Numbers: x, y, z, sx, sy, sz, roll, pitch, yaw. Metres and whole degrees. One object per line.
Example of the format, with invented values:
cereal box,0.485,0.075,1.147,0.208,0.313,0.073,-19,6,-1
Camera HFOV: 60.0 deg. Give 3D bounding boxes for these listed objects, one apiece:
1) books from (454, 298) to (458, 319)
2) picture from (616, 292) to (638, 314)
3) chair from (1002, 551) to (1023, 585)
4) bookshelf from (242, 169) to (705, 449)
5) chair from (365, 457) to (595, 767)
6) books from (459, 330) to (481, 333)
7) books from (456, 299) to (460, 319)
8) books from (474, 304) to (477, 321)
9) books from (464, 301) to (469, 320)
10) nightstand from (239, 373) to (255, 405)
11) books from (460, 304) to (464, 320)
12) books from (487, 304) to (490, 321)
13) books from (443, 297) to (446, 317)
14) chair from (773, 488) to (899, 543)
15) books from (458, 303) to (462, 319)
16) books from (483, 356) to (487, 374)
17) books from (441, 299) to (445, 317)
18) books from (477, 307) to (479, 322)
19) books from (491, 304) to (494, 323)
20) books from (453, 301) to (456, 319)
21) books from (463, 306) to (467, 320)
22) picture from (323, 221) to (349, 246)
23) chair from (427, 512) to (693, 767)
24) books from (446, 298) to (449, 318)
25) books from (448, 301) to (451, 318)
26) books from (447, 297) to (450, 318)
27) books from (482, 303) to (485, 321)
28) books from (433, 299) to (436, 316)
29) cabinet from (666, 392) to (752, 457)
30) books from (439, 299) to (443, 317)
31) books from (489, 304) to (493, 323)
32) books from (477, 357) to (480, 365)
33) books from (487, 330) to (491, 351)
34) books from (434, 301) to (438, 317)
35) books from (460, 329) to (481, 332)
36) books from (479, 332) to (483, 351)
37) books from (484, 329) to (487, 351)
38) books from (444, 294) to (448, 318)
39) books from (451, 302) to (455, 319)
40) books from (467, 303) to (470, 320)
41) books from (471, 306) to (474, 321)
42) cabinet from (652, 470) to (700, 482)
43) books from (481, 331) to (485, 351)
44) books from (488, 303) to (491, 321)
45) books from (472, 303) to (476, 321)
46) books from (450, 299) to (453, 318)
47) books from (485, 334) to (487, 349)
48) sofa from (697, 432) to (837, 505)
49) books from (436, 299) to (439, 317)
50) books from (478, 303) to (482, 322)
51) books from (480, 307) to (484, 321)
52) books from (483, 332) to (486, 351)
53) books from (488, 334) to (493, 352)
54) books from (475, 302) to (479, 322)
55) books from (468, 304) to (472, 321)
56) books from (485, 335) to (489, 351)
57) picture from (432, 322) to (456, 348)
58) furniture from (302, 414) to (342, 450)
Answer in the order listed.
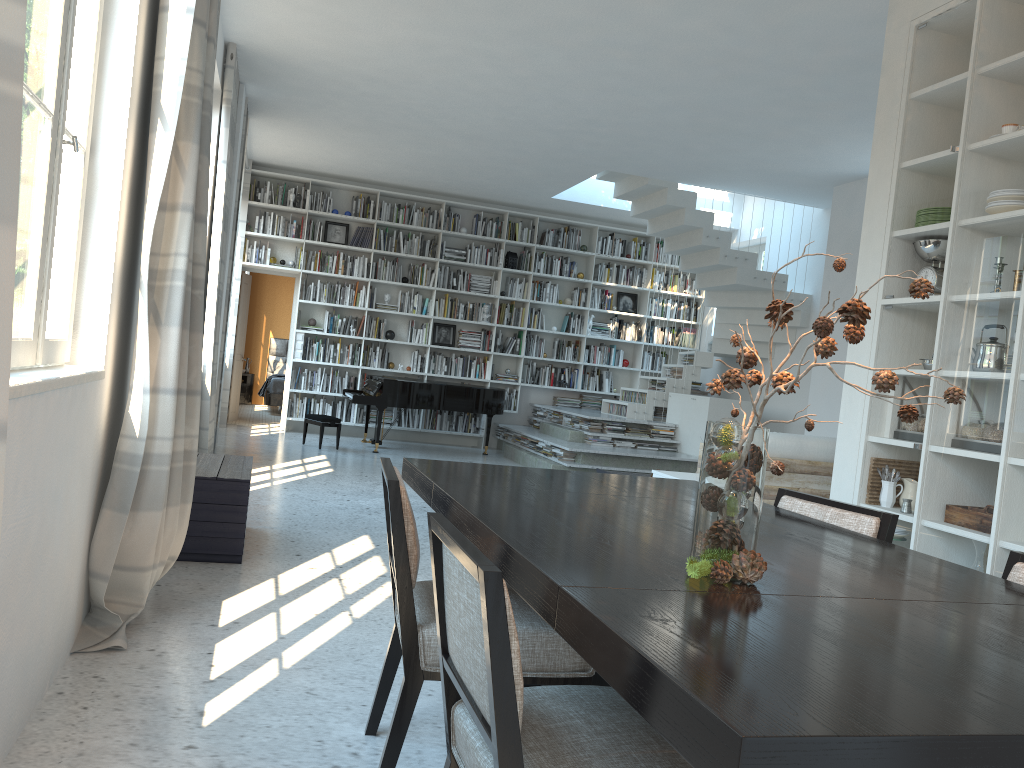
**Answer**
books,-0.746,-0.984,11.607,0.013,0.284,0.176,6,1,-16
picture,1.598,-1.117,12.309,0.300,0.300,0.077,6,2,-16
chair,0.875,0.747,1.748,0.570,0.782,0.479,6,1,-11
bookshelf,-0.458,-0.719,11.643,6.299,3.143,0.330,6,2,-16
chair,-0.094,0.631,2.333,0.570,0.782,0.479,6,1,-11
books,-0.553,-0.688,11.681,0.254,0.012,0.160,6,1,-19
books,-0.723,-0.973,11.598,0.028,0.268,0.189,6,1,-16
books,-0.508,-0.932,11.693,0.025,0.230,0.143,6,1,-16
books,-0.598,-0.956,11.653,0.014,0.259,0.161,6,1,-16
nightstand,-4.703,0.058,14.962,0.650,0.518,0.430,6,1,-13
books,-0.669,-0.941,11.631,0.030,0.215,0.168,6,1,-16
books,-0.335,-0.929,11.728,0.025,0.260,0.130,6,2,-16
books,-0.895,-1.000,11.585,0.010,0.284,0.136,6,2,-16
chair,0.682,0.713,2.554,0.570,0.782,0.479,6,2,-26
books,-0.694,-0.945,11.623,0.024,0.216,0.175,6,1,-16
books,-0.367,-0.215,11.767,0.011,0.300,0.149,6,2,-16
books,-0.913,-0.980,11.569,0.029,0.240,0.155,6,1,-16
books,-0.463,-0.916,11.703,0.022,0.206,0.114,6,1,-16
books,-0.281,-0.924,11.750,0.014,0.261,0.137,6,1,-16
books,-0.768,-0.962,11.609,0.025,0.236,0.137,6,1,-16
books,-0.634,-0.930,11.654,0.050,0.199,0.145,6,1,-16
picture,-2.218,-1.895,11.203,0.300,0.300,0.077,6,2,-16
chair,0.130,0.668,1.540,0.570,0.782,0.479,6,1,-16
books,-0.859,-0.987,11.550,0.015,0.267,0.189,6,1,-16
books,-0.833,-0.966,11.598,0.024,0.228,0.147,6,1,-16
books,-0.840,-0.992,11.570,0.010,0.281,0.170,6,1,-16
books,-0.387,-0.936,11.723,0.014,0.263,0.135,6,1,-16
books,-1.024,-0.989,11.548,0.011,0.235,0.141,6,1,-16
cabinet,2.189,0.477,10.066,0.551,0.668,0.992,6,1,-16
books,-0.940,-0.987,11.567,0.026,0.248,0.139,6,1,-16
books,-0.290,-0.927,11.735,0.014,0.266,0.153,6,1,-16
books,-0.456,-0.216,11.751,0.010,0.284,0.131,6,2,-16
books,-0.325,-0.568,11.743,0.011,0.279,0.186,6,1,-16
books,-0.988,-0.972,11.533,0.053,0.209,0.156,6,1,-16
books,-0.551,-0.700,11.679,0.254,0.012,0.160,6,1,-12
books,-0.415,-0.565,11.724,0.012,0.254,0.160,6,1,-16
books,-0.370,-0.577,11.743,0.011,0.288,0.152,6,1,-16
books,-0.870,-1.014,11.546,0.014,0.317,0.187,6,1,-16
books,-0.785,-0.960,11.597,0.012,0.228,0.169,6,1,-16
books,-0.587,-0.942,11.652,0.010,0.234,0.174,6,1,-16
books,-0.540,-0.920,11.657,0.029,0.200,0.178,6,1,-16
cabinet,1.180,0.859,5.897,0.380,0.487,0.502,6,1,-16
books,-0.402,-0.567,11.724,0.011,0.261,0.184,6,1,-16
books,-0.313,-0.936,11.745,0.025,0.279,0.108,6,2,-16
books,-0.515,-0.940,11.652,0.012,0.245,0.185,6,1,-16
books,-0.808,-0.979,11.610,0.028,0.259,0.134,6,1,-16
books,-0.364,-0.549,11.753,0.013,0.232,0.134,6,1,-16
sofa,2.448,0.809,6.225,2.195,0.854,0.870,6,1,-16
books,-0.971,-0.987,11.549,0.042,0.242,0.162,6,1,-16
books,-0.437,-0.939,11.703,0.024,0.259,0.126,6,2,-16
books,-0.411,-0.907,11.709,0.035,0.201,0.149,6,1,-16
books,-0.383,-0.563,11.741,0.013,0.256,0.162,6,1,-16
books,-0.304,-0.540,11.740,0.034,0.229,0.199,6,1,-16
books,-0.478,-0.943,11.681,0.025,0.259,0.150,6,1,-16
books,-0.566,-0.935,11.647,0.029,0.224,0.185,6,1,-16
books,-0.348,-0.539,11.756,0.021,0.217,0.132,6,1,-16
picture,-0.891,-0.642,11.645,0.300,0.300,0.077,6,2,-16
furniture,-2.068,0.512,9.643,0.240,0.353,0.466,5,2,-41
